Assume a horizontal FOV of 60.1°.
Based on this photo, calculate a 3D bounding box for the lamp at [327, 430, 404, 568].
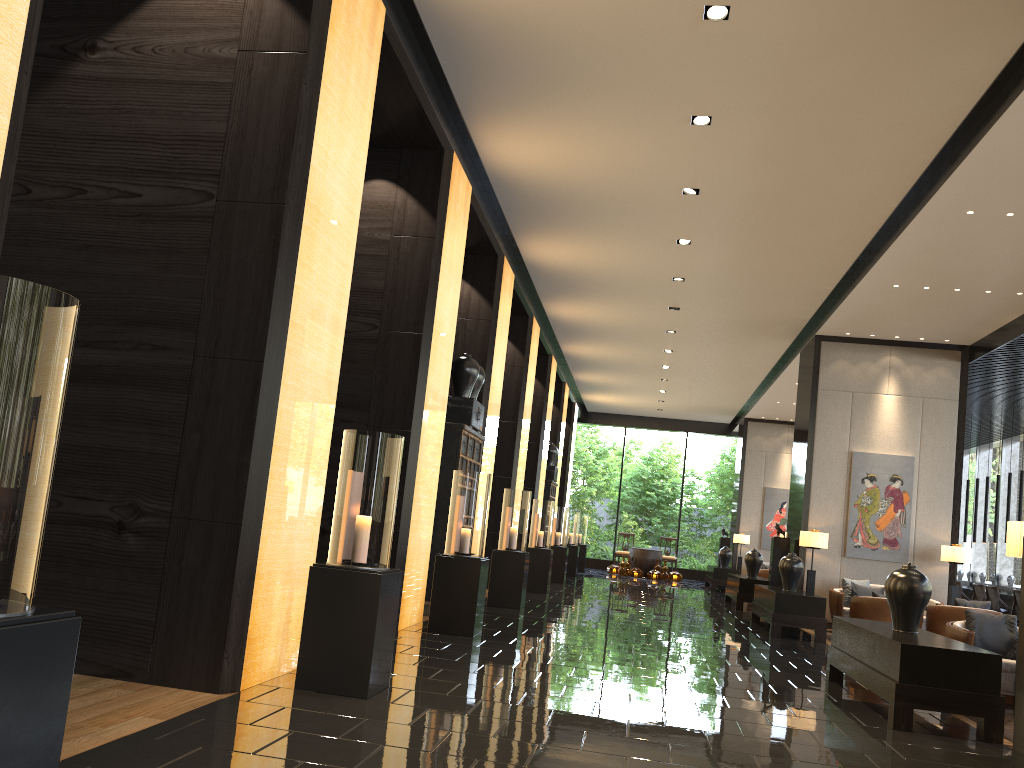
[{"bbox_3d":[-0.809,0.638,4.916,0.337,0.725,0.338,8,-7,-18],"label":"lamp"}]

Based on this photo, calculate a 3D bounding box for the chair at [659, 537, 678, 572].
[{"bbox_3d":[4.138,4.629,23.600,0.520,1.070,0.540,5,-6,9],"label":"chair"}]

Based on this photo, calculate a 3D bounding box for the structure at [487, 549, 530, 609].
[{"bbox_3d":[-0.039,2.332,10.617,0.402,0.654,0.405,5,-7,9],"label":"structure"}]

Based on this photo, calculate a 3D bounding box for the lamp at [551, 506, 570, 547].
[{"bbox_3d":[0.879,2.648,16.465,0.336,0.725,0.339,5,-6,11],"label":"lamp"}]

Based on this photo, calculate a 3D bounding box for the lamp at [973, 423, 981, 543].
[{"bbox_3d":[9.130,1.905,17.359,0.060,2.406,0.060,9,-6,-26],"label":"lamp"}]

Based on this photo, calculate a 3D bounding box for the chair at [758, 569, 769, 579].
[{"bbox_3d":[5.657,4.330,19.157,0.803,0.600,0.610,5,-7,9],"label":"chair"}]

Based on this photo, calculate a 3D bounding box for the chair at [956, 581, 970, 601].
[{"bbox_3d":[8.041,3.923,15.675,0.562,0.822,0.529,5,-7,9],"label":"chair"}]

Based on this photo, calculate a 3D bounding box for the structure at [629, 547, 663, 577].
[{"bbox_3d":[3.457,4.643,23.000,0.873,0.706,0.880,6,-8,-3],"label":"structure"}]

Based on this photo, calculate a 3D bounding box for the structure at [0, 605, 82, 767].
[{"bbox_3d":[-1.305,0.824,1.955,0.402,0.654,0.405,5,-7,9],"label":"structure"}]

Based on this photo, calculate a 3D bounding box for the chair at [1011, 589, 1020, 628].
[{"bbox_3d":[7.651,3.458,13.002,0.562,0.822,0.529,5,-7,9],"label":"chair"}]

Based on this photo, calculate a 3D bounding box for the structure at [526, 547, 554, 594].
[{"bbox_3d":[0.383,2.834,13.504,0.402,0.654,0.405,5,-7,9],"label":"structure"}]

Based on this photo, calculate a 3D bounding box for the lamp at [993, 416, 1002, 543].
[{"bbox_3d":[8.982,1.730,16.349,0.060,2.406,0.060,9,-6,-26],"label":"lamp"}]

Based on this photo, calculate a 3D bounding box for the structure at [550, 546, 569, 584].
[{"bbox_3d":[0.805,3.337,16.391,0.402,0.654,0.405,5,-7,9],"label":"structure"}]

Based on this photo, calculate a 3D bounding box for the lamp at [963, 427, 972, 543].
[{"bbox_3d":[9.203,1.992,17.858,0.060,2.406,0.060,9,-6,-26],"label":"lamp"}]

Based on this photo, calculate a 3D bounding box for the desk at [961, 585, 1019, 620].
[{"bbox_3d":[7.255,2.616,7.756,1.778,0.755,28.956,5,-9,9],"label":"desk"}]

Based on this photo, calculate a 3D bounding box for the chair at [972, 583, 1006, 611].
[{"bbox_3d":[7.887,3.740,14.621,0.562,0.822,0.529,5,-7,9],"label":"chair"}]

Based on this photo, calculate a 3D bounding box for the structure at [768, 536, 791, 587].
[{"bbox_3d":[3.958,2.890,13.176,0.240,1.210,0.242,5,-6,9],"label":"structure"}]

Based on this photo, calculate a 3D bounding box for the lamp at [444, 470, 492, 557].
[{"bbox_3d":[-0.387,1.141,7.803,0.336,0.725,0.339,5,-6,14],"label":"lamp"}]

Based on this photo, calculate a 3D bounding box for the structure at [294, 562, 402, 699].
[{"bbox_3d":[-0.883,1.327,4.842,0.402,0.654,0.405,5,-7,9],"label":"structure"}]

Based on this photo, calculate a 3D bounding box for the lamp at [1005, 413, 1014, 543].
[{"bbox_3d":[8.907,1.640,15.833,0.060,2.406,0.060,9,-6,-26],"label":"lamp"}]

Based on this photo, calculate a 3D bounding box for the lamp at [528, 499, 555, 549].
[{"bbox_3d":[0.457,2.146,13.578,0.336,0.725,0.339,5,-6,11],"label":"lamp"}]

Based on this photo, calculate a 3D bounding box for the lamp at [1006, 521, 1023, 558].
[{"bbox_3d":[3.105,1.489,5.225,0.377,1.311,0.375,11,-7,-37],"label":"lamp"}]

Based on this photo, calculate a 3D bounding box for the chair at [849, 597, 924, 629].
[{"bbox_3d":[4.360,2.786,10.282,0.803,0.600,0.610,5,-7,9],"label":"chair"}]

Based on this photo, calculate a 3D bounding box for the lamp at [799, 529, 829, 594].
[{"bbox_3d":[4.130,2.691,12.226,0.374,1.343,0.377,3,-7,28],"label":"lamp"}]

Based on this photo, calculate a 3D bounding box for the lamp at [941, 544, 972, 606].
[{"bbox_3d":[5.962,2.842,11.939,0.374,1.343,0.377,3,-7,28],"label":"lamp"}]

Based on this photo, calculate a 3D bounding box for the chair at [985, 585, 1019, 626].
[{"bbox_3d":[7.805,3.641,14.056,0.562,0.822,0.529,5,-7,9],"label":"chair"}]

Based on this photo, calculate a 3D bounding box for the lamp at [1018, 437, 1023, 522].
[{"bbox_3d":[8.834,1.553,15.333,0.060,2.406,0.060,9,-6,-26],"label":"lamp"}]

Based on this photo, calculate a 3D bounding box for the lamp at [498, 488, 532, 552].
[{"bbox_3d":[0.035,1.643,10.690,0.336,0.725,0.339,5,-6,11],"label":"lamp"}]

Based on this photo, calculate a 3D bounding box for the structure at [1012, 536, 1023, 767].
[{"bbox_3d":[2.671,1.357,4.367,0.240,1.210,0.242,5,-6,9],"label":"structure"}]

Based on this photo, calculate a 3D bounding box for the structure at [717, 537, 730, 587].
[{"bbox_3d":[5.249,4.428,22.009,0.240,1.210,0.242,5,-6,9],"label":"structure"}]

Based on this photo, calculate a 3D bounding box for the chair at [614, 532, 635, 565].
[{"bbox_3d":[3.028,4.538,23.774,0.520,1.070,0.540,5,-6,9],"label":"chair"}]

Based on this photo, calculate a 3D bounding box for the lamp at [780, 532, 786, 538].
[{"bbox_3d":[4.389,3.000,14.004,0.374,1.343,0.377,3,-7,28],"label":"lamp"}]

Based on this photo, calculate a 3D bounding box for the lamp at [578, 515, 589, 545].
[{"bbox_3d":[1.723,3.653,22.239,0.337,0.725,0.338,7,-6,-3],"label":"lamp"}]

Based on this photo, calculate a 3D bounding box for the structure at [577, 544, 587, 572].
[{"bbox_3d":[1.649,4.341,22.166,0.402,0.654,0.405,5,-7,9],"label":"structure"}]

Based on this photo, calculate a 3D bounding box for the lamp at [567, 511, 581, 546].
[{"bbox_3d":[1.301,3.151,19.352,0.336,0.725,0.339,5,-6,11],"label":"lamp"}]

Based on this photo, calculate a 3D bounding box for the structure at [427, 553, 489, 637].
[{"bbox_3d":[-0.461,1.829,7.729,0.402,0.654,0.405,5,-7,9],"label":"structure"}]

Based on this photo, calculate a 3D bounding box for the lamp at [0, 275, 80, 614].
[{"bbox_3d":[-1.231,0.136,2.029,0.337,0.725,0.338,8,-7,-18],"label":"lamp"}]

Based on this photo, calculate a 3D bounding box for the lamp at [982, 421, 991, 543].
[{"bbox_3d":[9.056,1.818,16.854,0.060,2.406,0.060,9,-6,-26],"label":"lamp"}]

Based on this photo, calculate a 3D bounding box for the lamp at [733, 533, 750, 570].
[{"bbox_3d":[5.422,4.230,21.068,0.374,1.343,0.377,1,-8,38],"label":"lamp"}]

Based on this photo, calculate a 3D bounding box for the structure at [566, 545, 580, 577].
[{"bbox_3d":[1.227,3.839,19.278,0.402,0.654,0.405,5,-7,9],"label":"structure"}]
